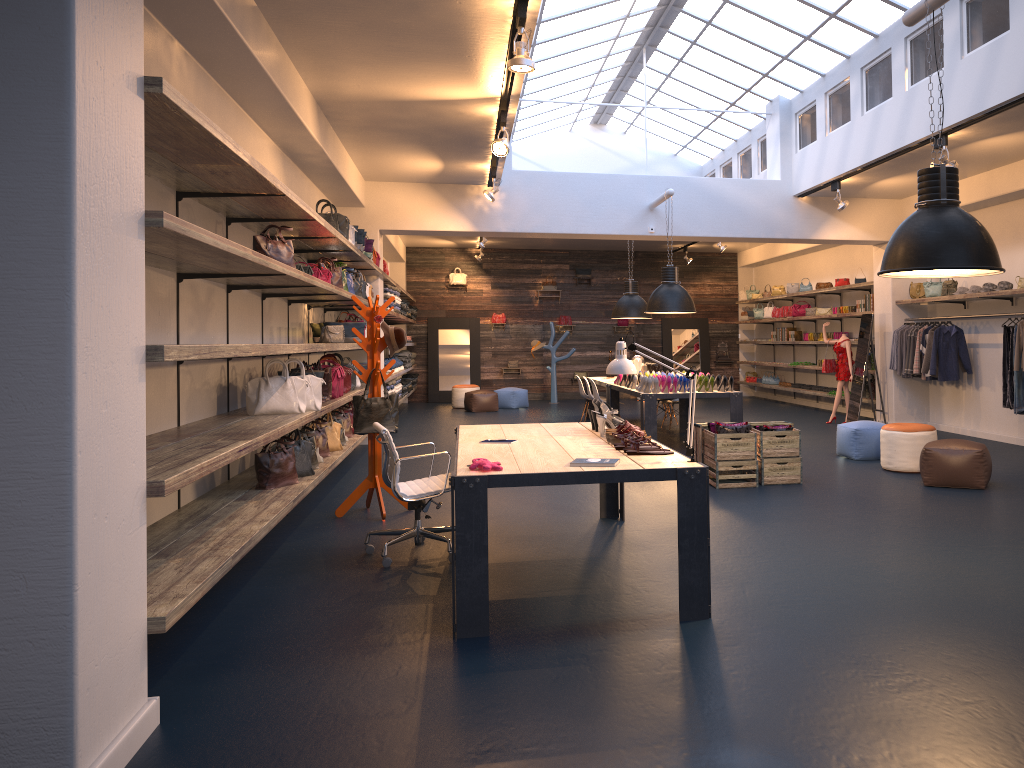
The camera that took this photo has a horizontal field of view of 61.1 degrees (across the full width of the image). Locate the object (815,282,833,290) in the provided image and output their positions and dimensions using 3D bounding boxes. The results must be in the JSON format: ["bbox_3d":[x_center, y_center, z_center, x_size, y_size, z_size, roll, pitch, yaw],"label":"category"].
[{"bbox_3d":[5.883,-1.841,16.289,0.359,0.141,0.405,0,2,4],"label":"object"}]

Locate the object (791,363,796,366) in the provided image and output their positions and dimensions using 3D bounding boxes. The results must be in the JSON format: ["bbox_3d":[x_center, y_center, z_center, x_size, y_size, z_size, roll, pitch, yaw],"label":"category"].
[{"bbox_3d":[5.732,-0.391,17.591,0.245,0.058,0.079,-1,2,-16],"label":"object"}]

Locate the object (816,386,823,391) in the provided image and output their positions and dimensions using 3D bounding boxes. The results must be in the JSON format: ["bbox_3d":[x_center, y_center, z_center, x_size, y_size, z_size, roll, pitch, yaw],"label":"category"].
[{"bbox_3d":[5.957,0.089,16.761,0.175,0.088,0.070,1,1,22],"label":"object"}]

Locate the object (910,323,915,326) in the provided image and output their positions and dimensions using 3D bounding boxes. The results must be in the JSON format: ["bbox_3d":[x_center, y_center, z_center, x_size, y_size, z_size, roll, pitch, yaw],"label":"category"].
[{"bbox_3d":[6.022,-0.881,13.049,0.445,0.220,0.010,-1,-1,-12],"label":"object"}]

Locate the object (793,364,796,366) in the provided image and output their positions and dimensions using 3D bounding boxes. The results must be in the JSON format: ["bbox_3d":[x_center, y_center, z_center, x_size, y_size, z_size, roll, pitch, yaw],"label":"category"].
[{"bbox_3d":[5.742,-0.382,17.414,0.245,0.058,0.079,-1,2,-16],"label":"object"}]

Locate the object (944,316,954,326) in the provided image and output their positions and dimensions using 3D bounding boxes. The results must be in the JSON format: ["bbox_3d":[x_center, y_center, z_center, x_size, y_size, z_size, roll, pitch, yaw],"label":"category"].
[{"bbox_3d":[6.089,-0.835,12.101,0.445,0.220,0.010,-1,-1,-12],"label":"object"}]

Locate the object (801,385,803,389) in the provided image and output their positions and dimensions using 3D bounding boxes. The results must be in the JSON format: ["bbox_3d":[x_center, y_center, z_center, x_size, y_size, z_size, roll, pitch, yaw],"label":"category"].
[{"bbox_3d":[5.916,0.054,17.490,0.192,0.088,0.064,-1,0,-10],"label":"object"}]

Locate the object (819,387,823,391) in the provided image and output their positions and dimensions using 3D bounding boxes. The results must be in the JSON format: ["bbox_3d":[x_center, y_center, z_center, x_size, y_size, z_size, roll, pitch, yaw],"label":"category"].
[{"bbox_3d":[5.964,0.095,16.629,0.172,0.088,0.071,1,1,32],"label":"object"}]

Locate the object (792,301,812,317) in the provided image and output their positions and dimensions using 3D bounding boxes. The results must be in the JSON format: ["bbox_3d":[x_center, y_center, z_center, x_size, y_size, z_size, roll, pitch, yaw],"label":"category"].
[{"bbox_3d":[5.826,-1.513,17.488,0.362,0.338,0.286,-1,1,-19],"label":"object"}]

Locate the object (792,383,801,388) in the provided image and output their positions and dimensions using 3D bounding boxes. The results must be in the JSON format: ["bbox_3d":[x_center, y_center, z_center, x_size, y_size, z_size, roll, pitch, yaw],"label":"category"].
[{"bbox_3d":[5.891,0.031,17.969,0.192,0.088,0.064,-1,0,-10],"label":"object"}]

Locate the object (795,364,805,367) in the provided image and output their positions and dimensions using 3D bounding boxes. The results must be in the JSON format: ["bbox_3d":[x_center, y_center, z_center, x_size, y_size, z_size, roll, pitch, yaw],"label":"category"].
[{"bbox_3d":[5.733,-0.378,17.322,0.245,0.058,0.079,-1,2,-16],"label":"object"}]

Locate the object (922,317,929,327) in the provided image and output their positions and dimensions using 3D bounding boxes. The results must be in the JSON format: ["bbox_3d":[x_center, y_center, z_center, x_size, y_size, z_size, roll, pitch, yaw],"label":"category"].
[{"bbox_3d":[6.043,-0.862,12.658,0.445,0.220,0.010,-1,-1,-12],"label":"object"}]

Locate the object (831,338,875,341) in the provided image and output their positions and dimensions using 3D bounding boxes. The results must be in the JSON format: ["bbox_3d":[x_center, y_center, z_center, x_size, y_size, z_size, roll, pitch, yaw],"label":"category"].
[{"bbox_3d":[6.030,-0.777,15.129,0.493,0.060,1.485,0,3,-4],"label":"object"}]

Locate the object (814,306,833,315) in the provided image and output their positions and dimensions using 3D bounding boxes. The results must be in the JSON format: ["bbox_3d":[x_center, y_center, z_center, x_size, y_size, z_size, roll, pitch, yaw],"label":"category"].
[{"bbox_3d":[5.877,-1.382,16.429,0.336,0.175,0.248,1,2,34],"label":"object"}]

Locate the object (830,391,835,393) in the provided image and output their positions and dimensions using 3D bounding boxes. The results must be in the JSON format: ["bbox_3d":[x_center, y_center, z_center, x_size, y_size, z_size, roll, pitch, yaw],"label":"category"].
[{"bbox_3d":[5.890,0.149,15.780,0.241,0.063,0.081,-1,1,-7],"label":"object"}]

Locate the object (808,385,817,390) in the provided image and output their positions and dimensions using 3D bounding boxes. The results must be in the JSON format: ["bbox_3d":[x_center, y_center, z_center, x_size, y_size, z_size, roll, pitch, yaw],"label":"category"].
[{"bbox_3d":[5.936,0.070,17.153,0.192,0.088,0.064,-1,0,-10],"label":"object"}]

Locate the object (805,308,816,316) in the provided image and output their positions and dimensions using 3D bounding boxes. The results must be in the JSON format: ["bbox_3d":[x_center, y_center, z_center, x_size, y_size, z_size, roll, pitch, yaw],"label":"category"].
[{"bbox_3d":[5.851,-1.409,16.955,0.113,0.175,0.246,0,1,-45],"label":"object"}]

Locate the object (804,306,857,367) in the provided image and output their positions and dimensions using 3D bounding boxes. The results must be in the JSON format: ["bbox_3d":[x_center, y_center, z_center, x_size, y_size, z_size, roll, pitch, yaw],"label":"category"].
[{"bbox_3d":[6.003,-0.860,16.410,0.465,1.136,2.627,0,2,-3],"label":"object"}]

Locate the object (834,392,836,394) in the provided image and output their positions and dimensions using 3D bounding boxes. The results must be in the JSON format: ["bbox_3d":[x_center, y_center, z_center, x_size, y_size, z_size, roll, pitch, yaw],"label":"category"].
[{"bbox_3d":[5.901,0.156,15.603,0.239,0.064,0.084,0,1,-4],"label":"object"}]

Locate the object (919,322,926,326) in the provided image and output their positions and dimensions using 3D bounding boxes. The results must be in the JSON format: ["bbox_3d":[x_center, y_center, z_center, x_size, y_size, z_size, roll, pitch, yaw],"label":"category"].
[{"bbox_3d":[6.038,-0.866,12.754,0.445,0.220,0.010,-1,-1,-12],"label":"object"}]

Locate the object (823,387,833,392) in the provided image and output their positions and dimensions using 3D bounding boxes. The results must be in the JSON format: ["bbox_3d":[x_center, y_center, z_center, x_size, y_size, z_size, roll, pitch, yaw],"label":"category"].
[{"bbox_3d":[5.976,0.105,16.418,0.183,0.088,0.067,0,0,6],"label":"object"}]

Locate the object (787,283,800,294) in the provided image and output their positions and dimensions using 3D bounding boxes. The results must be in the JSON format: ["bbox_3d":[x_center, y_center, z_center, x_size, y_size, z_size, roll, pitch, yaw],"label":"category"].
[{"bbox_3d":[5.772,-1.960,17.814,0.255,0.230,0.085,1,0,35],"label":"object"}]

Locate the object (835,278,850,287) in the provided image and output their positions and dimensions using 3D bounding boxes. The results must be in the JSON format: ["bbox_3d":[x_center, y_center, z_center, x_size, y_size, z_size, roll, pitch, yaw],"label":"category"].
[{"bbox_3d":[5.887,-1.807,15.471,0.259,0.149,0.121,1,1,26],"label":"object"}]

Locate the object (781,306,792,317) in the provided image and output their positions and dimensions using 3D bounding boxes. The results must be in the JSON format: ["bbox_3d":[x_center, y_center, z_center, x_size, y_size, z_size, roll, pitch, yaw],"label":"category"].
[{"bbox_3d":[5.713,-1.509,18.019,0.146,0.250,0.294,0,1,-34],"label":"object"}]

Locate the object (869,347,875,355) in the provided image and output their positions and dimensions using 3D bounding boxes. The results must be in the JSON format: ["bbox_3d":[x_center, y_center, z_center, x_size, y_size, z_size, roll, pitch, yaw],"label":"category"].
[{"bbox_3d":[6.057,-0.436,14.602,0.373,0.391,0.179,0,0,3],"label":"object"}]

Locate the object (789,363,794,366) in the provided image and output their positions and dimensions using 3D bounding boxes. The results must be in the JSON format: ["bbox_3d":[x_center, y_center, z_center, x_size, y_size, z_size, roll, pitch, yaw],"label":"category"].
[{"bbox_3d":[5.719,-0.395,17.681,0.245,0.058,0.079,-1,2,-16],"label":"object"}]

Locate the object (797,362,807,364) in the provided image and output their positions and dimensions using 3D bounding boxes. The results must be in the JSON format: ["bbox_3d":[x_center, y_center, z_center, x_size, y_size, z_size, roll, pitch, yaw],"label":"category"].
[{"bbox_3d":[5.824,-0.409,17.383,0.239,0.067,0.083,0,1,-4],"label":"object"}]

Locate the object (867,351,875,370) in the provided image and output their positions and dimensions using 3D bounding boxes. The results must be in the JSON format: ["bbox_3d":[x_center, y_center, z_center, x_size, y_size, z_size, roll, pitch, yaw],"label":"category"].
[{"bbox_3d":[6.051,-0.401,14.429,0.380,0.339,0.214,0,0,-3],"label":"object"}]

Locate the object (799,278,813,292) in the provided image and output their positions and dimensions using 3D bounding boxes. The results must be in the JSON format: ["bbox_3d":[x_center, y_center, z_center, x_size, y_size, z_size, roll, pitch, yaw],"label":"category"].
[{"bbox_3d":[5.814,-1.956,17.165,0.258,0.283,0.102,0,0,27],"label":"object"}]

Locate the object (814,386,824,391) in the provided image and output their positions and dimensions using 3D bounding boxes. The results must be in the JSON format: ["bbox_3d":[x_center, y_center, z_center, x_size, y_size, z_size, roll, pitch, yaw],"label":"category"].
[{"bbox_3d":[5.954,0.086,16.830,0.175,0.088,0.070,1,1,22],"label":"object"}]

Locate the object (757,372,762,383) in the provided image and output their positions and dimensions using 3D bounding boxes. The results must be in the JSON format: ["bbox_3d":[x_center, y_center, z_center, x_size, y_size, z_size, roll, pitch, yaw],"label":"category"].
[{"bbox_3d":[5.766,-0.167,20.125,0.189,0.280,0.062,0,-1,22],"label":"object"}]

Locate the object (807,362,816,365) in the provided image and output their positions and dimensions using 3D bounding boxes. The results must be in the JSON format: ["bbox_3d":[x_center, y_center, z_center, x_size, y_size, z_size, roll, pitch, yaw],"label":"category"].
[{"bbox_3d":[5.996,-0.412,17.420,0.255,0.067,0.078,-2,2,-32],"label":"object"}]

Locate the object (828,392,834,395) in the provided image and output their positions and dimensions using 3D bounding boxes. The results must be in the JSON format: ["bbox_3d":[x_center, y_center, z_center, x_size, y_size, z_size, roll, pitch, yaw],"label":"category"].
[{"bbox_3d":[5.828,0.175,15.812,0.245,0.058,0.079,-1,2,-16],"label":"object"}]

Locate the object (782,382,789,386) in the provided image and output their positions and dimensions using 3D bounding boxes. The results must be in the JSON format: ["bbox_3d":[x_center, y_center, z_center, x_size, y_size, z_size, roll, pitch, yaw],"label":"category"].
[{"bbox_3d":[5.883,0.003,18.552,0.223,0.083,0.223,-1,2,-18],"label":"object"}]

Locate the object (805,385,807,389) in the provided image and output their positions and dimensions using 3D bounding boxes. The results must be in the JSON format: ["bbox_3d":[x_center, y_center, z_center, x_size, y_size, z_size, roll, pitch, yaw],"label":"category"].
[{"bbox_3d":[5.928,0.064,17.286,0.192,0.088,0.064,-1,0,-10],"label":"object"}]

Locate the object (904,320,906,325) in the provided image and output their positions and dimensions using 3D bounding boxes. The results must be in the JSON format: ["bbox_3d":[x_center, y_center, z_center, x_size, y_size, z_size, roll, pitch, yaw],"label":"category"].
[{"bbox_3d":[6.009,-0.888,13.232,0.445,0.220,0.010,-1,-1,-12],"label":"object"}]

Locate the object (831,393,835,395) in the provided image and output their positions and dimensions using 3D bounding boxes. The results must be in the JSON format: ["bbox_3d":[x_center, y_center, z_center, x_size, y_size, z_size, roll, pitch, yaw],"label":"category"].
[{"bbox_3d":[5.832,0.184,15.630,0.245,0.058,0.079,-1,2,-16],"label":"object"}]

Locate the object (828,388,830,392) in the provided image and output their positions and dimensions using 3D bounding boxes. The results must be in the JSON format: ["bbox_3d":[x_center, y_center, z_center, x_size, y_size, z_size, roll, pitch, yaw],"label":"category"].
[{"bbox_3d":[5.987,0.115,16.215,0.179,0.088,0.068,0,0,13],"label":"object"}]

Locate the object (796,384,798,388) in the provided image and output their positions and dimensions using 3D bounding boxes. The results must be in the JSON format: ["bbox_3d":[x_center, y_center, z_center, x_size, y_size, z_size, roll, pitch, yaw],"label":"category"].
[{"bbox_3d":[5.901,0.041,17.766,0.192,0.088,0.064,-1,0,-10],"label":"object"}]

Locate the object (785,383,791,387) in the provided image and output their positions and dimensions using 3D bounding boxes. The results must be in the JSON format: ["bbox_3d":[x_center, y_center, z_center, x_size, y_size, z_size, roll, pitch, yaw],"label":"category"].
[{"bbox_3d":[5.856,0.016,18.290,0.223,0.083,0.224,-1,2,-17],"label":"object"}]

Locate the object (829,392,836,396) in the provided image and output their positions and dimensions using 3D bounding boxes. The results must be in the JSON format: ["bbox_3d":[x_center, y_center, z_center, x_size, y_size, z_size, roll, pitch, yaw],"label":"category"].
[{"bbox_3d":[5.841,0.179,15.722,0.245,0.058,0.079,-1,2,-16],"label":"object"}]

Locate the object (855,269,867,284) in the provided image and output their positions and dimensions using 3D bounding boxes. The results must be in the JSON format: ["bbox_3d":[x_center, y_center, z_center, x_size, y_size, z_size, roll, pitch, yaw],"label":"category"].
[{"bbox_3d":[5.925,-1.837,14.763,0.189,0.280,0.062,0,-1,22],"label":"object"}]

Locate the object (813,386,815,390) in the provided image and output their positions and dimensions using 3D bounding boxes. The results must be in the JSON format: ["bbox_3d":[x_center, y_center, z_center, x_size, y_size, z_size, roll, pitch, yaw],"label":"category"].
[{"bbox_3d":[5.950,0.082,16.898,0.177,0.088,0.069,0,1,19],"label":"object"}]

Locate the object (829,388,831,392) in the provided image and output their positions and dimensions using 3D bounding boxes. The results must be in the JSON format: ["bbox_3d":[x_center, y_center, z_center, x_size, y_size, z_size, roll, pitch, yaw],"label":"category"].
[{"bbox_3d":[5.991,0.118,16.149,0.179,0.088,0.068,0,1,15],"label":"object"}]

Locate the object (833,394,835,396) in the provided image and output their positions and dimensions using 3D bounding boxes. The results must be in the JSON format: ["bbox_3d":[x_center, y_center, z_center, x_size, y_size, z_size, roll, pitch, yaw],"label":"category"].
[{"bbox_3d":[5.850,0.188,15.545,0.245,0.058,0.079,-1,2,-16],"label":"object"}]

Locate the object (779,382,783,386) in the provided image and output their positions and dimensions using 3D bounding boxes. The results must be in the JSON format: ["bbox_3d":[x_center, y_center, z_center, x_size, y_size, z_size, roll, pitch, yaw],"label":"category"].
[{"bbox_3d":[5.886,-0.009,18.810,0.210,0.083,0.237,0,2,4],"label":"object"}]

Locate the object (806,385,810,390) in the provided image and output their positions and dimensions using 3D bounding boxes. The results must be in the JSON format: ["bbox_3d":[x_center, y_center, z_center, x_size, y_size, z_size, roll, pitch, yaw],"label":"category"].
[{"bbox_3d":[5.931,0.067,17.221,0.192,0.088,0.064,-1,0,-10],"label":"object"}]

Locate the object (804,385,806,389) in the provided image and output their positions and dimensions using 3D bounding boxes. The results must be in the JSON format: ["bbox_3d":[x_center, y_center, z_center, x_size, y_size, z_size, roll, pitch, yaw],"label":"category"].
[{"bbox_3d":[5.925,0.060,17.356,0.192,0.088,0.064,-1,0,-10],"label":"object"}]

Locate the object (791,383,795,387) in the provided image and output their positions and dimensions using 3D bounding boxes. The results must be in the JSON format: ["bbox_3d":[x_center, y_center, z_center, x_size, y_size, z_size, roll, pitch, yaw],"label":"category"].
[{"bbox_3d":[5.886,0.028,18.035,0.192,0.088,0.064,-1,0,-10],"label":"object"}]

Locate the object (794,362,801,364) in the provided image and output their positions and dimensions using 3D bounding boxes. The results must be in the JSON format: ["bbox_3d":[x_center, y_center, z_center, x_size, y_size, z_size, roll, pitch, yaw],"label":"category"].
[{"bbox_3d":[5.792,-0.414,17.472,0.239,0.064,0.084,0,1,-4],"label":"object"}]

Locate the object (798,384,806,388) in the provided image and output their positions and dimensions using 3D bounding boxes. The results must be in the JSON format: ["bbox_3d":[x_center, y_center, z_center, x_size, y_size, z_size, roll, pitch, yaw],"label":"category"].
[{"bbox_3d":[5.905,0.044,17.698,0.192,0.088,0.064,-1,0,-10],"label":"object"}]

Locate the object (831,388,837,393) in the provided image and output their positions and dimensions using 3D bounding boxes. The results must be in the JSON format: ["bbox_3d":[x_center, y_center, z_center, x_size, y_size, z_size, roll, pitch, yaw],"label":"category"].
[{"bbox_3d":[5.995,0.122,16.081,0.177,0.088,0.069,0,1,19],"label":"object"}]

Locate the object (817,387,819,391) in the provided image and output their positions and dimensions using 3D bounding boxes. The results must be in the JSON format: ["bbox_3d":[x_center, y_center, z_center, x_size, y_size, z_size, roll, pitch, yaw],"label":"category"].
[{"bbox_3d":[5.961,0.092,16.695,0.174,0.088,0.070,1,1,27],"label":"object"}]

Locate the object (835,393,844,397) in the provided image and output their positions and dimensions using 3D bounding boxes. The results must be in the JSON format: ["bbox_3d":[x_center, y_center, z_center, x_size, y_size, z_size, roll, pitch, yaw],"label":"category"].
[{"bbox_3d":[5.842,0.192,15.453,0.245,0.058,0.079,-1,2,-16],"label":"object"}]

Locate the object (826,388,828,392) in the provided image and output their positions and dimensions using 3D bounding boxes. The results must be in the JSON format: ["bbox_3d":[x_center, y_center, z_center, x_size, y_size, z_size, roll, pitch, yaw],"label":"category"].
[{"bbox_3d":[5.983,0.112,16.283,0.180,0.088,0.068,0,0,13],"label":"object"}]

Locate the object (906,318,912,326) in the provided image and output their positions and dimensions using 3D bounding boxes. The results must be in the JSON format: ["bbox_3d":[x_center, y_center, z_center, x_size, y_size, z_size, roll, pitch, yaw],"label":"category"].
[{"bbox_3d":[6.012,-0.885,13.166,0.445,0.220,0.010,-1,-1,-12],"label":"object"}]
